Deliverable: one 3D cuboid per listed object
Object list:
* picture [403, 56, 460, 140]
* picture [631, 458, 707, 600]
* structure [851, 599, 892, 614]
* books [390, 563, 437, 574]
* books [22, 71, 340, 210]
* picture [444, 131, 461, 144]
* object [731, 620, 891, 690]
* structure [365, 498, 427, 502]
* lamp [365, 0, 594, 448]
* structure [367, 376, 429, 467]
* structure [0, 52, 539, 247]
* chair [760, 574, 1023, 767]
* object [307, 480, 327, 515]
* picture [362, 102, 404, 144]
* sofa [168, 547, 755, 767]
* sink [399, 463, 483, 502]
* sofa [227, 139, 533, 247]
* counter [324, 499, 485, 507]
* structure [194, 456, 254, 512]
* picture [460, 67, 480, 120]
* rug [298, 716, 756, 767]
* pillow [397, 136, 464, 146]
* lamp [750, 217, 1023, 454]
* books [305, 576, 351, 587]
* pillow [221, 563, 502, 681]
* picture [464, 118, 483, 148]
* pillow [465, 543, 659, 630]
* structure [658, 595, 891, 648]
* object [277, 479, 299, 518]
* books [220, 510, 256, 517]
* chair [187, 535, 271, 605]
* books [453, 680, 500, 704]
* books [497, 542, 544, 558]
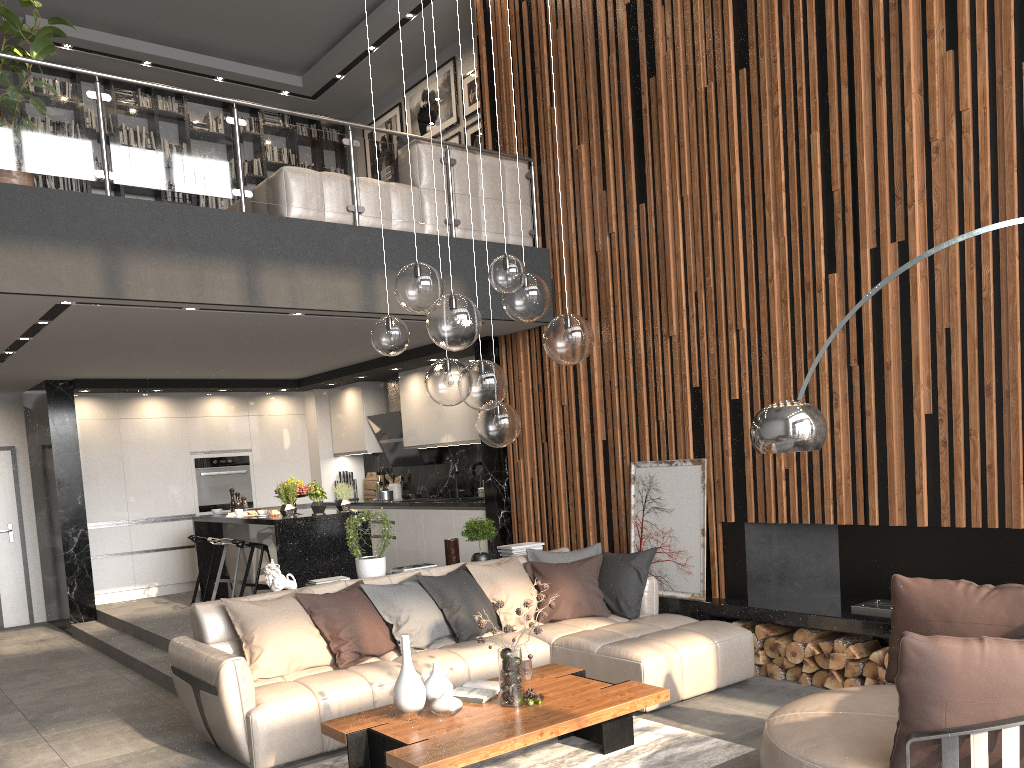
[{"bbox_3d":[-0.858,-2.917,9.224,0.024,0.660,0.995,-7,1,-38],"label":"picture"},{"bbox_3d":[1.142,1.061,6.437,0.100,1.007,0.730,-7,3,-38],"label":"picture"},{"bbox_3d":[2.461,1.382,5.299,0.298,0.103,0.713,-1,-5,-38],"label":"structure"},{"bbox_3d":[-0.739,1.395,6.463,0.323,0.100,0.205,-1,-4,-38],"label":"books"},{"bbox_3d":[-3.412,-1.969,9.728,3.419,2.347,0.212,-2,3,-37],"label":"books"},{"bbox_3d":[-0.622,-2.319,9.025,0.021,0.445,0.359,-7,3,-38],"label":"picture"},{"bbox_3d":[2.752,1.593,4.579,0.433,0.393,4.054,-3,-4,-37],"label":"object"},{"bbox_3d":[-1.312,1.328,10.012,0.507,0.060,0.603,0,-6,-38],"label":"structure"},{"bbox_3d":[-0.286,-2.204,3.976,1.219,5.040,1.230,-7,5,-41],"label":"lamp"},{"bbox_3d":[-1.291,0.431,10.004,0.410,1.039,0.739,-6,3,-38],"label":"structure"},{"bbox_3d":[-2.465,-1.305,7.290,4.199,0.744,3.389,0,-6,-38],"label":"structure"},{"bbox_3d":[1.745,1.279,3.446,1.477,0.906,1.445,-3,-2,-11],"label":"chair"},{"bbox_3d":[-1.756,1.023,7.892,0.178,0.315,0.172,-5,3,-27],"label":"object"},{"bbox_3d":[-1.464,-2.568,10.049,0.024,1.001,0.874,-7,2,-38],"label":"picture"},{"bbox_3d":[-0.201,1.614,5.436,3.227,0.824,1.883,-1,-5,-38],"label":"sofa"},{"bbox_3d":[-0.694,1.115,9.217,0.494,0.551,1.116,-4,-2,-38],"label":"sink"},{"bbox_3d":[-1.366,-1.375,7.505,2.265,0.786,2.296,-1,-5,-38],"label":"sofa"},{"bbox_3d":[-1.049,1.303,9.672,0.607,0.040,3.471,0,-6,-38],"label":"counter"},{"bbox_3d":[-3.587,1.212,10.621,0.651,0.637,0.653,-4,0,-38],"label":"structure"},{"bbox_3d":[-0.340,-2.883,8.577,0.024,0.414,0.506,-7,1,-38],"label":"picture"},{"bbox_3d":[-0.146,1.926,4.358,2.286,0.020,1.615,0,-6,-38],"label":"rug"},{"bbox_3d":[-0.784,-1.643,7.531,0.759,0.550,1.385,-4,-4,-8],"label":"pillow"},{"bbox_3d":[1.970,0.543,3.404,2.039,2.355,0.316,-3,4,29],"label":"lamp"},{"bbox_3d":[-1.257,1.402,6.070,0.346,0.100,0.195,-1,-4,-38],"label":"books"},{"bbox_3d":[-0.805,1.484,5.575,1.931,0.502,0.544,0,-2,-38],"label":"pillow"},{"bbox_3d":[-0.260,-2.284,8.566,0.024,0.648,0.647,-7,2,-38],"label":"picture"},{"bbox_3d":[0.354,1.477,6.333,1.381,0.552,0.761,-3,-2,-7],"label":"pillow"},{"bbox_3d":[2.159,1.656,5.622,0.663,0.461,6.557,-2,-5,-38],"label":"structure"},{"bbox_3d":[-1.977,0.997,7.748,0.197,0.372,0.184,-3,3,7],"label":"object"},{"bbox_3d":[-2.752,1.302,8.815,0.321,0.038,0.173,0,-6,-38],"label":"books"},{"bbox_3d":[-2.687,1.831,8.433,0.431,0.742,1.735,-5,-2,-38],"label":"chair"},{"bbox_3d":[-0.161,1.569,4.485,0.232,0.040,0.341,-6,-5,30],"label":"books"},{"bbox_3d":[0.076,1.363,7.025,0.331,0.151,0.200,-1,-3,-37],"label":"books"}]
